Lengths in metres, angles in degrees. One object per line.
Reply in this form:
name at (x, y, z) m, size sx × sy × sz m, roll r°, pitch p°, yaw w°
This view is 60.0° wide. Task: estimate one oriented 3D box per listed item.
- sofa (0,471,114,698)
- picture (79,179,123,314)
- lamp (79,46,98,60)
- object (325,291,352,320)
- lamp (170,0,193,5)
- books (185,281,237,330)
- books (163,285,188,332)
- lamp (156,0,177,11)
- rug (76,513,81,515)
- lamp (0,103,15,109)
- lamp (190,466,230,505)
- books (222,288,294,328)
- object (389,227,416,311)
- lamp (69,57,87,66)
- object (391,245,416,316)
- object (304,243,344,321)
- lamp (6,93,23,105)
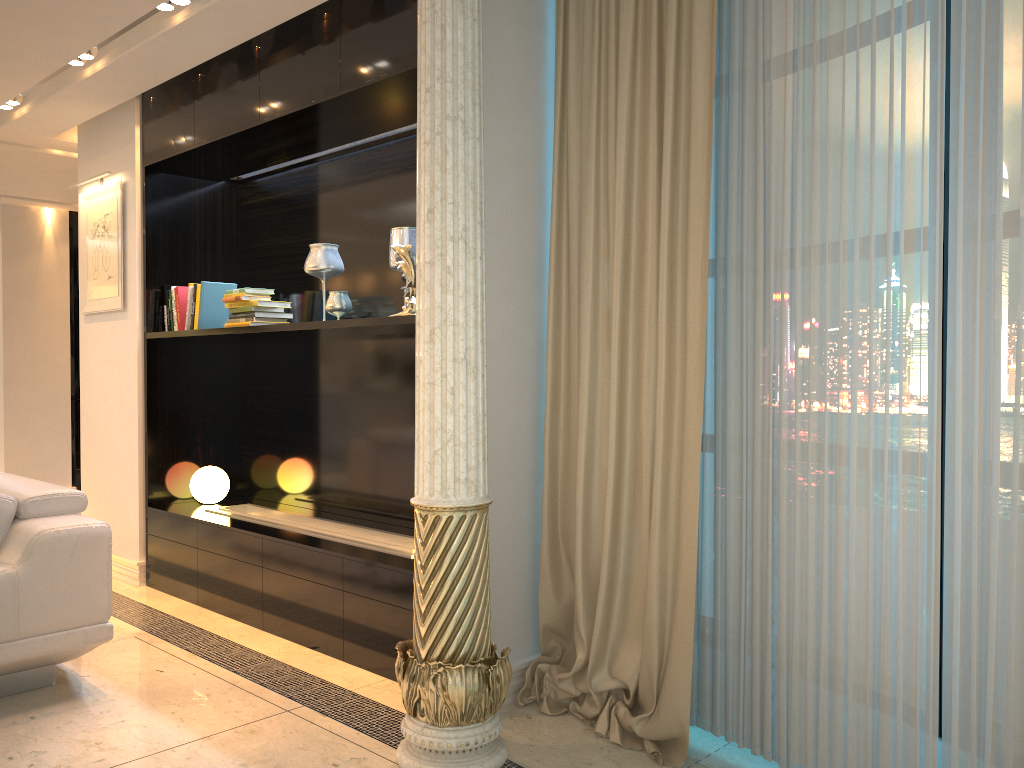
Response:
sofa at (-2.694, 0.767, 3.681) m, size 2.328 × 0.754 × 1.145 m, roll 1°, pitch 1°, yaw 44°
picture at (-2.398, -0.785, 5.186) m, size 0.610 × 0.729 × 0.027 m, roll 1°, pitch 1°, yaw 44°
lamp at (-2.001, -1.590, 4.159) m, size 0.107 × 0.127 × 0.107 m, roll 0°, pitch 1°, yaw 25°
object at (-0.797, -0.346, 4.076) m, size 0.119 × 0.154 × 0.119 m, roll -1°, pitch 1°, yaw -36°
lamp at (-1.311, -1.568, 3.506) m, size 0.107 × 0.127 × 0.107 m, roll 0°, pitch 1°, yaw 25°
books at (-1.625, -0.410, 4.774) m, size 0.210 × 0.261 × 0.212 m, roll 1°, pitch 1°, yaw 44°
books at (-1.795, -0.416, 4.931) m, size 0.240 × 0.270 × 0.208 m, roll 1°, pitch 1°, yaw 44°
lamp at (-1.408, -1.582, 3.591) m, size 0.107 × 0.127 × 0.107 m, roll 0°, pitch 1°, yaw 25°
rug at (-1.588, 1.055, 8.469) m, size 1.526 × 0.015 × 5.025 m, roll 1°, pitch 1°, yaw 44°
lamp at (-2.833, -1.602, 4.956) m, size 0.107 × 0.127 × 0.107 m, roll -1°, pitch 1°, yaw -35°
lamp at (-1.702, 0.569, 4.997) m, size 0.212 × 0.214 × 0.213 m, roll 0°, pitch 1°, yaw -7°
books at (-1.288, -0.376, 4.484) m, size 0.260 × 0.197 × 0.296 m, roll -1°, pitch 1°, yaw -44°
object at (-0.459, -0.467, 3.906) m, size 0.156 × 0.426 × 0.156 m, roll -1°, pitch 1°, yaw -41°
lamp at (-2.090, -1.591, 4.244) m, size 0.107 × 0.127 × 0.107 m, roll -1°, pitch 1°, yaw -35°
object at (-0.417, -0.407, 3.516) m, size 0.182 × 0.293 × 0.116 m, roll 1°, pitch 1°, yaw 41°
object at (-0.883, -0.461, 4.172) m, size 0.181 × 0.381 × 0.181 m, roll 1°, pitch 1°, yaw 38°
lamp at (-2.750, -1.601, 4.877) m, size 0.107 × 0.127 × 0.107 m, roll -1°, pitch 1°, yaw -35°
